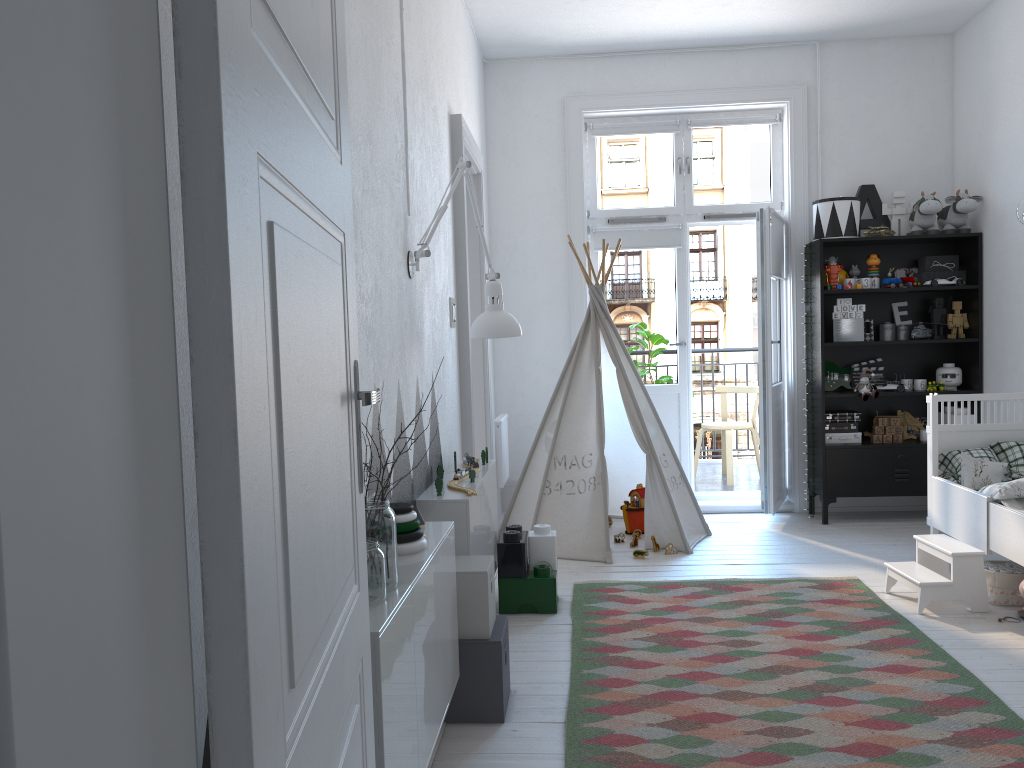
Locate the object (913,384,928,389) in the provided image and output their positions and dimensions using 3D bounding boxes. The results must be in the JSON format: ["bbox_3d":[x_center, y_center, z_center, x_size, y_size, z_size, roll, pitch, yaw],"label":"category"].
[{"bbox_3d":[2.476,0.014,5.411,0.163,0.034,0.069,-2,3,4],"label":"object"}]

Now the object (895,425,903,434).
[{"bbox_3d":[2.300,0.272,5.299,0.050,0.050,0.050,-2,3,4],"label":"object"}]

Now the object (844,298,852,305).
[{"bbox_3d":[1.980,-0.485,5.229,0.040,0.040,0.040,-1,3,14],"label":"object"}]

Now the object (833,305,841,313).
[{"bbox_3d":[1.925,-0.443,5.251,0.040,0.040,0.040,-1,3,14],"label":"object"}]

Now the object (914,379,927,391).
[{"bbox_3d":[2.420,0.006,5.257,0.067,0.067,0.067,-1,3,18],"label":"object"}]

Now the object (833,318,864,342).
[{"bbox_3d":[1.999,-0.319,5.272,0.170,0.138,0.124,-1,3,19],"label":"object"}]

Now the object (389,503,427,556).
[{"bbox_3d":[-0.293,0.357,2.256,0.148,0.113,0.231,-2,3,-6],"label":"object"}]

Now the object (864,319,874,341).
[{"bbox_3d":[2.182,-0.331,5.448,0.070,0.135,0.028,-2,3,4],"label":"object"}]

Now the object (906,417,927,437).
[{"bbox_3d":[2.484,0.269,5.481,0.347,0.120,0.034,-2,3,4],"label":"object"}]

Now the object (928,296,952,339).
[{"bbox_3d":[2.566,-0.399,5.316,0.117,0.259,0.081,-2,3,4],"label":"object"}]

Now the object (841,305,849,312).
[{"bbox_3d":[1.968,-0.444,5.236,0.040,0.040,0.040,0,3,24],"label":"object"}]

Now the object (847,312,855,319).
[{"bbox_3d":[2.000,-0.404,5.227,0.040,0.040,0.040,-1,3,19],"label":"object"}]

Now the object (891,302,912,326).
[{"bbox_3d":[2.389,-0.429,5.436,0.107,0.151,0.055,-2,3,4],"label":"object"}]

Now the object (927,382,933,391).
[{"bbox_3d":[2.452,0.014,5.201,0.042,0.054,0.031,-4,4,-36],"label":"object"}]

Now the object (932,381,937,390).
[{"bbox_3d":[2.498,0.011,5.251,0.042,0.054,0.031,-2,3,4],"label":"object"}]

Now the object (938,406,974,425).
[{"bbox_3d":[2.651,0.236,5.290,0.132,0.199,0.267,-2,3,4],"label":"object"}]

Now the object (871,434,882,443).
[{"bbox_3d":[2.172,0.326,5.284,0.050,0.050,0.050,-2,3,4],"label":"object"}]

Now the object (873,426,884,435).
[{"bbox_3d":[2.189,0.275,5.300,0.050,0.050,0.050,-2,3,4],"label":"object"}]

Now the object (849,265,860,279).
[{"bbox_3d":[2.080,-0.643,5.381,0.063,0.160,0.063,-3,3,-17],"label":"object"}]

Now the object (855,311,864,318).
[{"bbox_3d":[2.043,-0.405,5.212,0.040,0.040,0.040,0,4,34],"label":"object"}]

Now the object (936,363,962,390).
[{"bbox_3d":[2.607,-0.043,5.291,0.139,0.162,0.139,-3,3,-21],"label":"object"}]

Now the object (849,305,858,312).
[{"bbox_3d":[2.011,-0.445,5.221,0.040,0.040,0.040,0,4,34],"label":"object"}]

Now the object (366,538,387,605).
[{"bbox_3d":[-0.302,0.376,1.777,0.091,0.121,0.098,1,4,42],"label":"object"}]

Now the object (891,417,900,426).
[{"bbox_3d":[2.284,0.223,5.284,0.050,0.050,0.050,0,3,24],"label":"object"}]

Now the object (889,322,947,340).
[{"bbox_3d":[2.431,-0.317,5.279,0.368,0.106,0.349,-2,3,6],"label":"object"}]

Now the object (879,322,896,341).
[{"bbox_3d":[2.289,-0.320,5.406,0.095,0.111,0.095,-1,3,9],"label":"object"}]

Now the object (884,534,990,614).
[{"bbox_3d":[1.758,0.784,3.687,0.288,0.246,0.332,-2,3,-1],"label":"object"}]

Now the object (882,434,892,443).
[{"bbox_3d":[2.231,0.325,5.279,0.050,0.050,0.050,-1,3,9],"label":"object"}]

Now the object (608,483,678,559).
[{"bbox_3d":[0.753,0.736,4.970,0.385,0.284,0.856,-2,3,-4],"label":"object"}]

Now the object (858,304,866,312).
[{"bbox_3d":[2.053,-0.445,5.206,0.040,0.040,0.040,0,3,29],"label":"object"}]

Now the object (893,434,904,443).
[{"bbox_3d":[2.297,0.323,5.275,0.050,0.050,0.050,0,4,34],"label":"object"}]

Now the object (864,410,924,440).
[{"bbox_3d":[2.325,0.250,5.402,0.337,0.186,0.111,-1,3,19],"label":"object"}]

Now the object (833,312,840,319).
[{"bbox_3d":[1.921,-0.403,5.255,0.040,0.040,0.040,-1,3,19],"label":"object"}]

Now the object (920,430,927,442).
[{"bbox_3d":[2.466,0.308,5.282,0.067,0.067,0.067,-1,3,18],"label":"object"}]

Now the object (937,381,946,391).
[{"bbox_3d":[2.526,0.011,5.219,0.031,0.054,0.042,-4,4,-41],"label":"object"}]

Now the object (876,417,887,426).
[{"bbox_3d":[2.205,0.226,5.288,0.050,0.050,0.050,-2,3,4],"label":"object"}]

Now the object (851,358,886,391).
[{"bbox_3d":[2.179,-0.058,5.429,0.201,0.199,0.048,-2,3,4],"label":"object"}]

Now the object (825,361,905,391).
[{"bbox_3d":[2.141,-0.027,5.460,0.542,0.239,0.093,-2,3,5],"label":"object"}]

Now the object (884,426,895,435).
[{"bbox_3d":[2.245,0.275,5.276,0.050,0.050,0.050,-2,3,4],"label":"object"}]

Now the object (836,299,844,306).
[{"bbox_3d":[1.940,-0.484,5.243,0.040,0.040,0.040,-1,3,9],"label":"object"}]

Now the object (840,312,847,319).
[{"bbox_3d":[1.960,-0.404,5.249,0.040,0.040,0.040,-1,3,9],"label":"object"}]

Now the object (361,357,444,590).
[{"bbox_3d":[-0.268,0.190,1.839,0.258,0.484,0.406,-2,3,3],"label":"object"}]

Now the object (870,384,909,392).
[{"bbox_3d":[2.236,0.021,5.279,0.230,0.048,0.098,0,3,29],"label":"object"}]

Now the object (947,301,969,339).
[{"bbox_3d":[2.638,-0.379,5.249,0.114,0.221,0.052,-2,3,4],"label":"object"}]

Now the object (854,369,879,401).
[{"bbox_3d":[2.071,0.004,5.173,0.110,0.186,0.129,-2,3,-9],"label":"object"}]

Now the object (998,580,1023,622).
[{"bbox_3d":[2.000,0.836,3.430,0.254,0.152,0.125,-2,3,3],"label":"object"}]

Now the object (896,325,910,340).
[{"bbox_3d":[2.381,-0.311,5.316,0.078,0.091,0.246,-2,3,-1],"label":"object"}]

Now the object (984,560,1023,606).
[{"bbox_3d":[2.063,0.824,3.696,0.215,0.148,0.240,-1,3,11],"label":"object"}]

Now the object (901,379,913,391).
[{"bbox_3d":[2.364,0.006,5.308,0.067,0.067,0.067,-1,3,18],"label":"object"}]
